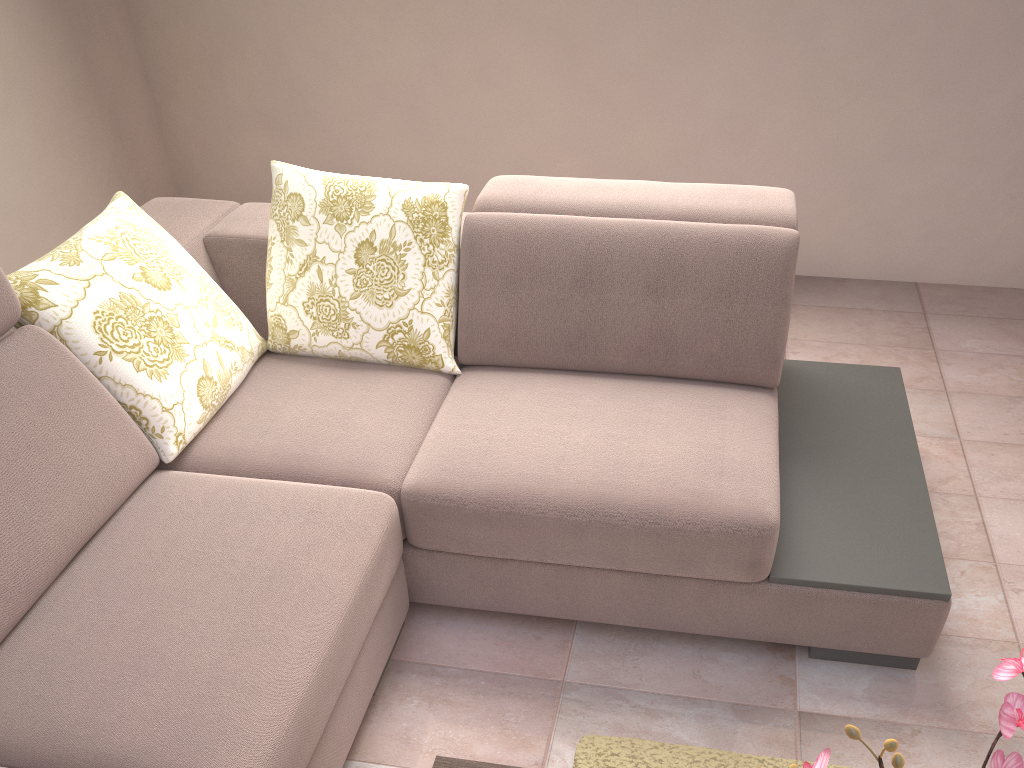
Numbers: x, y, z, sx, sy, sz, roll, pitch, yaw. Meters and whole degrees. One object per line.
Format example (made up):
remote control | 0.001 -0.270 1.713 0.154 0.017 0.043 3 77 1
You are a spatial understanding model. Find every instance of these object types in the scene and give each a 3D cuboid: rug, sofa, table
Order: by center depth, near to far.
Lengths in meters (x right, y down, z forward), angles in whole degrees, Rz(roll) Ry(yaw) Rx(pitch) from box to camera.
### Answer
rug | 0.350 1.256 1.085 0.854 0.010 1.836 6 35 11
table | 0.406 0.949 1.188 1.190 0.399 0.620 5 35 9
sofa | -0.277 0.402 1.405 2.146 1.082 2.776 6 35 10

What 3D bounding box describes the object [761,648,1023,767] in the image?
object | 0.418 0.497 0.901 0.369 0.672 0.262 2 37 5
